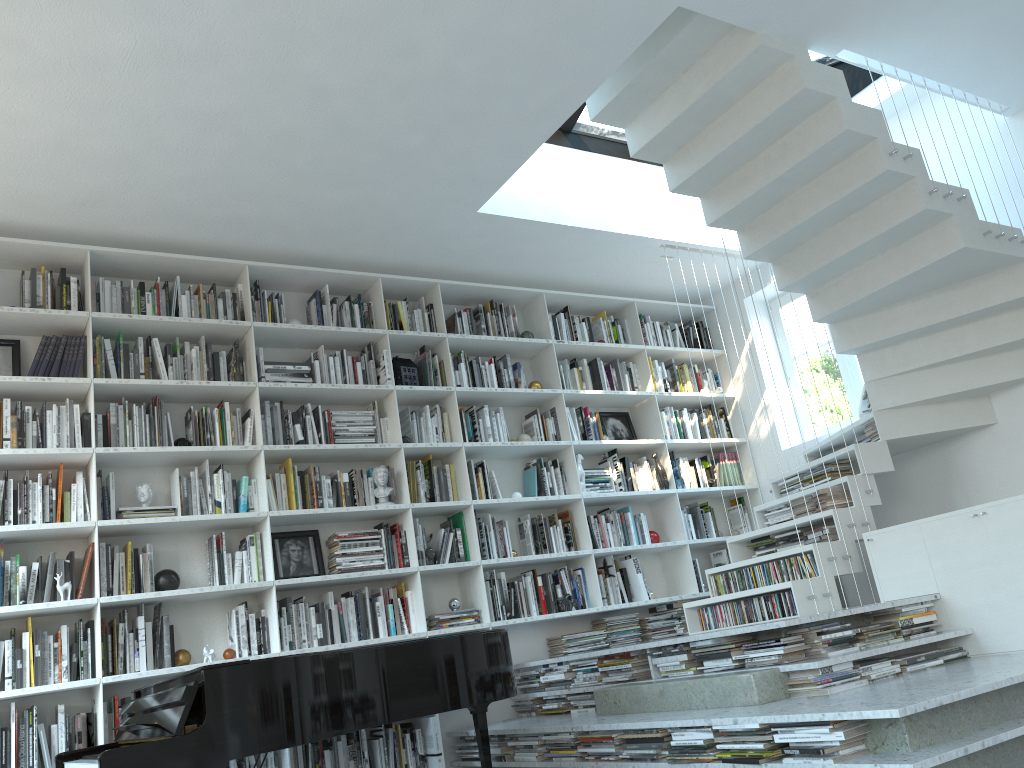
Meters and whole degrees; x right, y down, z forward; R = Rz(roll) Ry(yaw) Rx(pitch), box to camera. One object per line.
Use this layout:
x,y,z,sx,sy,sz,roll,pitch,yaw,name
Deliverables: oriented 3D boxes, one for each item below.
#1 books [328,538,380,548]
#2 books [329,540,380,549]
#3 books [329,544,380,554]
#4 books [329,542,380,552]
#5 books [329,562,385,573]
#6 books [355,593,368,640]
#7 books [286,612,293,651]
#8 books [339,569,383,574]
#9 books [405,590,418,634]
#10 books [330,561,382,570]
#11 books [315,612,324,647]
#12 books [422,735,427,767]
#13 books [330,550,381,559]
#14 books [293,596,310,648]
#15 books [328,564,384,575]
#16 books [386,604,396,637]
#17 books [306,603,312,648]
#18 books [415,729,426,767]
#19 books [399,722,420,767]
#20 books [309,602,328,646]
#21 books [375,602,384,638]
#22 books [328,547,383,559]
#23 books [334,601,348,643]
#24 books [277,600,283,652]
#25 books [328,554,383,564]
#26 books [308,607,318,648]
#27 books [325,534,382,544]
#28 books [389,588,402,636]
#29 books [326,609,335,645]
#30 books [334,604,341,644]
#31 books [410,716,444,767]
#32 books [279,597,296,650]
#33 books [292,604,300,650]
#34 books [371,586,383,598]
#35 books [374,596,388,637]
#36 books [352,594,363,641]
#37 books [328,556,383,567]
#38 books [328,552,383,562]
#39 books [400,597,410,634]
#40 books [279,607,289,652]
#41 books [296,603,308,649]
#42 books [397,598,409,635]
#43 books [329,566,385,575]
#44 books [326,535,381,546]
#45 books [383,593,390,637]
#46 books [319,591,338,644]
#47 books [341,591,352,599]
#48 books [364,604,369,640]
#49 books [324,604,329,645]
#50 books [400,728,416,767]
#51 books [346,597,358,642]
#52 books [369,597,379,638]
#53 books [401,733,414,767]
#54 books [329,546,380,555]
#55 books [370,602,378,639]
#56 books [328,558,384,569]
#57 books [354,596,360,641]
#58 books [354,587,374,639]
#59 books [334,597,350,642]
-0.921,0.924,5.161,0.254,0.012,0.161,3,-21,-36,books
-0.920,0.936,5.159,0.254,0.012,0.161,3,-21,-35,books
-0.916,0.959,5.152,0.254,0.012,0.161,3,-21,-35,books
-0.917,0.947,5.154,0.254,0.012,0.161,3,-21,-36,books
-0.896,1.059,5.117,0.285,0.012,0.160,0,-19,-28,books
-0.872,1.328,5.014,0.028,0.263,0.162,1,-20,-32,books
-1.229,1.348,4.788,0.024,0.207,0.170,1,-20,-32,books
-0.894,1.095,5.113,0.254,0.012,0.161,1,-20,-30,books
-0.613,1.341,5.167,0.033,0.245,0.177,1,-20,-32,books
-0.899,1.048,5.121,0.254,0.012,0.161,4,-22,-37,books
-1.082,1.357,4.857,0.029,0.183,0.175,1,-20,-32,books
-0.527,2.057,4.948,0.023,0.181,0.149,1,-20,-32,books
-0.908,0.992,5.138,0.254,0.012,0.161,4,-22,-37,books
-1.149,1.312,4.843,0.013,0.281,0.167,1,-20,-32,books
-0.899,1.073,5.122,0.285,0.012,0.160,2,-21,-33,books
-0.719,1.368,5.091,0.023,0.182,0.169,1,-20,-32,books
-1.141,1.336,4.861,0.021,0.243,0.142,1,-20,-32,books
-0.545,2.035,4.929,0.029,0.217,0.191,1,-20,-32,books
-0.569,2.018,4.929,0.013,0.255,0.177,1,-20,-32,books
-1.065,1.335,4.886,0.029,0.237,0.166,1,-20,-32,books
-0.786,1.358,5.058,0.023,0.203,0.168,1,-20,-32,books
-0.910,0.980,5.141,0.285,0.012,0.160,0,-19,-28,books
-0.973,1.342,4.958,0.031,0.236,0.159,1,-20,-32,books
-1.271,1.315,4.773,0.011,0.274,0.146,1,-20,-32,books
-0.908,1.017,5.137,0.285,0.012,0.160,1,-20,-31,books
-1.108,1.342,4.851,0.023,0.216,0.175,1,-20,-32,books
-0.924,0.900,5.165,0.285,0.012,0.160,4,-22,-37,books
-0.702,1.331,5.132,0.026,0.271,0.175,1,-20,-32,books
-1.028,1.354,4.899,0.023,0.196,0.165,1,-20,-32,books
-0.998,1.351,4.947,0.025,0.220,0.140,1,-20,-32,books
-0.473,1.993,4.922,0.038,0.268,0.278,1,-20,-32,books
-1.223,1.315,4.827,0.027,0.289,0.141,1,-20,-32,books
-1.195,1.334,4.830,0.024,0.247,0.132,1,-20,-32,books
-0.764,1.321,5.103,0.014,0.293,0.138,1,-20,-32,books
-0.768,1.345,5.075,0.023,0.233,0.175,1,-20,-32,books
-0.891,1.331,5.009,0.010,0.260,0.182,1,-20,-32,books
-0.907,1.029,5.135,0.285,0.012,0.160,1,-20,-31,books
-0.906,1.003,5.134,0.285,0.012,0.160,0,-19,-28,books
-0.641,1.356,5.149,0.011,0.216,0.166,1,-20,-32,books
-1.246,1.331,4.769,0.027,0.233,0.168,1,-20,-32,books
-1.164,1.330,4.830,0.027,0.245,0.180,1,-20,-32,books
-0.663,1.357,5.133,0.042,0.211,0.169,1,-20,-32,books
-0.893,1.081,5.111,0.285,0.012,0.160,4,-22,-37,books
-0.925,0.914,5.168,0.285,0.012,0.160,1,-20,-31,books
-0.752,1.342,5.111,0.014,0.255,0.145,1,-20,-32,books
-1.021,1.314,4.936,0.026,0.290,0.152,1,-20,-32,books
-0.922,1.324,5.014,0.014,0.285,0.135,1,-20,-32,books
-0.854,1.362,5.030,0.021,0.202,0.128,1,-20,-32,books
-1.052,1.342,4.904,0.013,0.229,0.139,1,-20,-32,books
-0.588,2.034,4.921,0.028,0.227,0.162,1,-20,-32,books
-0.923,1.335,4.978,0.026,0.244,0.192,1,-20,-32,books
-0.810,1.348,5.062,0.014,0.234,0.154,1,-20,-32,books
-0.601,2.040,4.895,0.022,0.204,0.191,1,-20,-32,books
-0.914,0.971,5.149,0.254,0.012,0.161,0,-20,-30,books
-0.818,1.357,5.039,0.024,0.206,0.183,1,-20,-32,books
-0.906,1.041,5.134,0.285,0.012,0.160,2,-20,-32,books
-0.905,1.339,5.011,0.011,0.251,0.159,1,-20,-32,books
-0.842,1.315,5.044,0.012,0.295,0.178,1,-20,-32,books
-0.959,1.339,4.987,0.025,0.254,0.136,1,-20,-32,books
